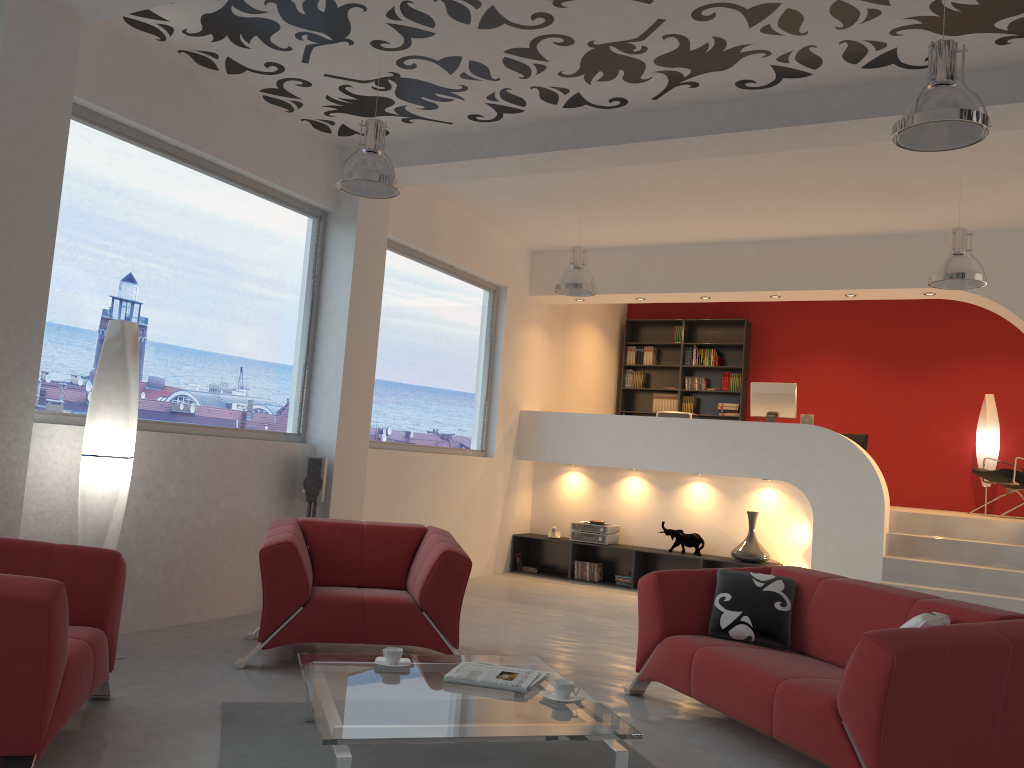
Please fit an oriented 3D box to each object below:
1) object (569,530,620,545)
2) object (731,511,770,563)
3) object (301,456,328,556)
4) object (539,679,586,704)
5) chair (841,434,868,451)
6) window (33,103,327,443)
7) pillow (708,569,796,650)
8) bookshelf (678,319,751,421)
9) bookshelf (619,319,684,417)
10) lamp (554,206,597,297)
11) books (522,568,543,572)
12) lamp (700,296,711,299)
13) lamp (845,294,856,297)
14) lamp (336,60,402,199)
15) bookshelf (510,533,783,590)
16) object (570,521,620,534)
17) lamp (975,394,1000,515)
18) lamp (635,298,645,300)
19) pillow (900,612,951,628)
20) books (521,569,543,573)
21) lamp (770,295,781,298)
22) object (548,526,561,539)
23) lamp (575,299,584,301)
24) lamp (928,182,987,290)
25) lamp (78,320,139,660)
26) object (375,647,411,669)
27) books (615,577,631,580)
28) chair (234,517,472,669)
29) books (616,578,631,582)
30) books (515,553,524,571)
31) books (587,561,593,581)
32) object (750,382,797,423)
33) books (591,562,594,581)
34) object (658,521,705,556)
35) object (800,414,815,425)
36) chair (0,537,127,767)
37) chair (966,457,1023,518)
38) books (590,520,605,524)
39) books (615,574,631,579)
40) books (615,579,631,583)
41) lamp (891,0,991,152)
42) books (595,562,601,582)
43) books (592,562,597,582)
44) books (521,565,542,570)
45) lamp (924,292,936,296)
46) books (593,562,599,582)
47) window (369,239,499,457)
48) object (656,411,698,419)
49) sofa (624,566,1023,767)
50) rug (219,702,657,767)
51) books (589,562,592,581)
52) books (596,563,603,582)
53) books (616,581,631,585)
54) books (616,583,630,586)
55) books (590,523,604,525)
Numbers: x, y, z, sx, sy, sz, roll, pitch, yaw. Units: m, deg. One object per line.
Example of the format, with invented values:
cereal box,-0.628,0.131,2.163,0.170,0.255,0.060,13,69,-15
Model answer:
object,0.865,1.609,9.332,0.430,0.100,0.365,2,-5,28
object,2.318,1.477,8.583,0.369,0.481,0.369,5,-5,-7
object,-1.467,1.082,6.425,0.214,1.112,0.229,5,-5,-7
object,0.196,1.189,3.436,0.153,0.069,0.153,8,-6,-35
chair,3.536,0.924,9.967,0.768,0.795,0.664,9,-6,-42
window,-2.109,-0.576,5.793,0.100,1.800,2.400,2,-5,28
pillow,1.230,1.142,4.532,0.402,0.343,0.288,3,-5,21
bookshelf,2.611,0.272,11.545,0.816,2.213,0.305,2,-5,28
bookshelf,1.891,0.248,11.929,0.816,2.213,0.305,2,-5,28
lamp,0.590,-1.203,7.850,0.379,0.800,0.379,5,-5,-1
books,0.223,2.006,9.601,0.190,0.015,0.135,2,-5,28
lamp,1.979,-0.880,9.074,0.105,0.011,0.105,3,-5,17
lamp,3.213,-0.839,8.414,0.105,0.011,0.105,3,-5,17
lamp,-0.807,-1.535,5.216,0.379,0.800,0.379,8,-6,-33
bookshelf,1.305,1.881,9.068,2.764,0.397,0.405,2,-5,28
object,0.876,1.513,9.348,0.430,0.077,0.349,2,-5,28
lamp,5.350,0.789,9.979,0.237,1.349,0.237,1,-6,36
lamp,1.362,-0.900,9.403,0.105,0.011,0.105,3,-5,17
pillow,1.600,1.093,3.607,0.288,0.343,0.402,1,-6,36
books,0.217,2.021,9.602,0.190,0.015,0.135,2,-5,28
lamp,2.596,-0.860,8.744,0.105,0.011,0.105,3,-5,17
object,0.454,1.580,9.464,0.130,0.117,0.146,4,-5,4
lamp,0.744,-0.921,9.733,0.105,0.011,0.105,1,-6,32
lamp,3.243,-1.116,6.433,0.379,0.800,0.379,5,-5,-1
lamp,-2.166,0.547,4.718,0.313,1.779,0.313,3,-5,20
object,-0.504,1.163,3.769,0.153,0.069,0.153,5,-5,-5
books,1.171,1.991,9.092,0.190,0.015,0.135,2,-5,28
chair,-0.891,1.214,5.228,1.288,0.738,0.951,5,-5,-12
books,1.177,2.007,9.095,0.190,0.015,0.135,2,-5,28
books,0.084,1.930,9.627,0.063,0.187,0.135,2,-5,28
books,0.813,1.948,9.238,0.031,0.190,0.135,2,-5,28
object,2.663,0.215,9.035,0.458,0.452,0.230,2,-5,28
books,0.853,1.949,9.217,0.031,0.190,0.135,2,-5,28
object,1.709,1.552,8.924,0.507,0.296,0.191,0,-7,44
object,2.965,0.382,8.911,0.133,0.147,0.151,3,-5,12
chair,-2.052,0.960,3.304,0.951,0.738,1.288,5,-5,-12
chair,5.229,0.985,9.128,0.768,0.795,0.664,4,-5,3
books,0.896,1.450,9.319,0.135,0.015,0.190,3,-5,13
books,1.167,1.977,9.104,0.190,0.015,0.135,2,-5,23
books,1.170,2.022,9.097,0.190,0.015,0.135,1,-6,33
lamp,1.847,-1.447,3.799,0.379,0.800,0.379,3,-5,21
books,0.892,1.951,9.196,0.031,0.190,0.135,2,-5,28
books,0.866,1.950,9.210,0.031,0.190,0.135,2,-5,28
books,0.210,1.990,9.610,0.190,0.015,0.135,2,-5,28
lamp,3.813,-0.820,8.094,0.105,0.011,0.105,3,-5,17
books,0.879,1.950,9.203,0.031,0.190,0.135,2,-5,28
window,-0.806,-0.267,8.252,0.100,1.800,2.400,2,-5,28
object,1.805,0.419,9.555,0.397,0.217,0.458,2,-5,28
sofa,1.392,1.294,4.069,0.951,0.738,1.929,6,-5,-22
rug,-0.249,1.480,3.445,1.700,0.025,1.700,6,-5,-17
books,0.839,1.949,9.224,0.031,0.190,0.135,2,-5,28
books,0.906,1.951,9.189,0.031,0.190,0.135,2,-5,28
books,1.178,2.037,9.091,0.190,0.015,0.135,2,-5,28
books,1.171,2.052,9.093,0.190,0.015,0.135,2,-5,23
books,0.894,1.464,9.308,0.135,0.015,0.190,4,-5,8
